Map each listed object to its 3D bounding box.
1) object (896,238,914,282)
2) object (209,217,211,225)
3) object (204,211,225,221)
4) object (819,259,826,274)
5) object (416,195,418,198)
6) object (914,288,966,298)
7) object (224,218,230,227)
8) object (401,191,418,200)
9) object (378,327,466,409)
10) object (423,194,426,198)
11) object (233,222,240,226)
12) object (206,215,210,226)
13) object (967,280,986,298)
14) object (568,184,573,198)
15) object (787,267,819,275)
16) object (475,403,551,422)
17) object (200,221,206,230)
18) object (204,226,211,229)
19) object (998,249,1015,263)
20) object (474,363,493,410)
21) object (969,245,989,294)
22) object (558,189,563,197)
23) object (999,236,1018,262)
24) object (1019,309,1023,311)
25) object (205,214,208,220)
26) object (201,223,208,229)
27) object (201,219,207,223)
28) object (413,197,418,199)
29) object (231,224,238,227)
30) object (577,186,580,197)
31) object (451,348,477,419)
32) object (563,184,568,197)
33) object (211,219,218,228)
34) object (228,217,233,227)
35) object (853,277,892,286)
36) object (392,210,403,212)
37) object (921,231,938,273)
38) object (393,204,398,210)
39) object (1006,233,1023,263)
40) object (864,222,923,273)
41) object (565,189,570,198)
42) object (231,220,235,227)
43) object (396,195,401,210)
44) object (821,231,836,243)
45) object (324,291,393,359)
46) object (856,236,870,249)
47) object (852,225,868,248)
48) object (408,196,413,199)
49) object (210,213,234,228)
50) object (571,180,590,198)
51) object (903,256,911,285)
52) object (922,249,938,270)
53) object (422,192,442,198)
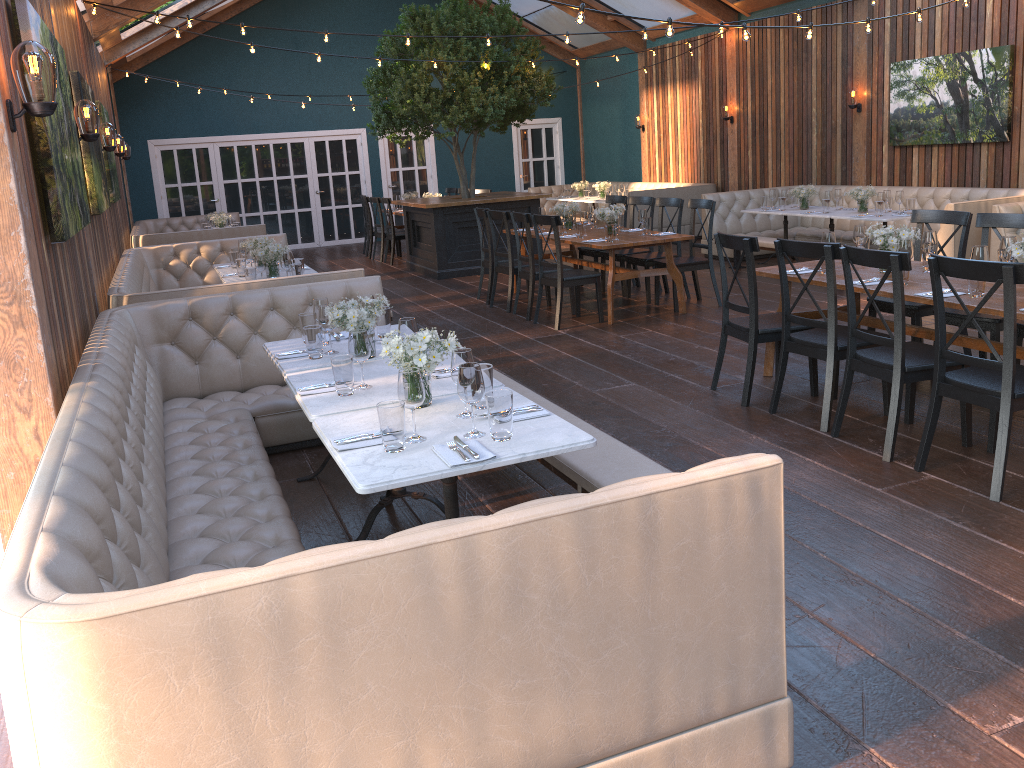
[{"bbox_3d":[2.225,-0.701,5.012,0.092,0.241,0.093,1,13,21],"label":"object"},{"bbox_3d":[-4.528,-2.403,13.376,0.092,0.241,0.093,2,13,26],"label":"object"},{"bbox_3d":[-4.658,-2.579,13.950,0.330,0.305,0.340,5,16,33],"label":"object"},{"bbox_3d":[1.941,-0.760,5.463,0.092,0.156,0.093,2,13,25],"label":"object"},{"bbox_3d":[-1.685,-3.223,15.534,0.092,0.241,0.093,1,13,21],"label":"object"},{"bbox_3d":[2.229,-0.474,4.577,0.256,0.018,0.159,-9,16,-20],"label":"object"},{"bbox_3d":[-4.073,-2.245,12.663,0.092,0.241,0.093,2,13,26],"label":"object"},{"bbox_3d":[-1.724,-3.147,15.131,0.330,0.305,0.339,-9,14,-22],"label":"object"},{"bbox_3d":[-0.365,-0.073,3.380,0.337,0.305,0.332,8,18,42],"label":"object"},{"bbox_3d":[-1.459,-3.093,14.984,0.092,0.241,0.093,1,13,21],"label":"object"},{"bbox_3d":[-4.039,-2.294,13.004,0.092,0.156,0.092,-12,15,-34],"label":"object"},{"bbox_3d":[-4.829,-2.577,14.111,0.092,0.241,0.093,1,13,21],"label":"object"},{"bbox_3d":[2.329,-0.514,4.435,0.092,0.156,0.093,-3,12,5],"label":"object"},{"bbox_3d":[1.081,-3.565,16.346,0.092,0.241,0.093,1,13,21],"label":"object"},{"bbox_3d":[1.838,-0.722,5.614,0.256,0.018,0.159,-9,16,-20],"label":"object"},{"bbox_3d":[-0.003,0.105,3.178,0.256,0.018,0.159,-9,16,-20],"label":"object"},{"bbox_3d":[-4.887,-2.501,14.004,0.092,0.156,0.092,-12,15,-34],"label":"object"},{"bbox_3d":[-4.313,-2.159,12.562,0.092,0.156,0.092,-12,15,-34],"label":"object"},{"bbox_3d":[2.743,-0.667,4.909,0.092,0.156,0.093,-3,12,5],"label":"object"},{"bbox_3d":[-0.112,0.010,3.293,0.092,0.156,0.092,-12,15,-34],"label":"object"},{"bbox_3d":[2.383,-0.583,4.518,0.092,0.241,0.093,1,13,21],"label":"object"},{"bbox_3d":[0.913,-3.587,16.638,0.092,0.156,0.092,-12,15,-34],"label":"object"},{"bbox_3d":[2.689,-0.677,4.797,0.092,0.241,0.093,1,13,21],"label":"object"},{"bbox_3d":[2.475,-0.350,4.049,0.256,0.018,0.159,-9,16,-20],"label":"object"},{"bbox_3d":[-4.909,-2.628,14.322,0.092,0.241,0.093,1,13,21],"label":"object"},{"bbox_3d":[-4.608,-2.331,13.290,0.092,0.156,0.092,-12,15,-34],"label":"object"},{"bbox_3d":[-4.999,-2.595,14.388,0.092,0.156,0.092,-12,15,-34],"label":"object"},{"bbox_3d":[-1.546,-2.884,14.216,0.092,0.241,0.093,2,13,26],"label":"object"},{"bbox_3d":[-3.943,-2.195,12.607,0.092,0.156,0.092,-12,15,-34],"label":"object"},{"bbox_3d":[1.244,-3.633,16.564,0.092,0.241,0.093,1,13,21],"label":"object"},{"bbox_3d":[-0.172,-0.003,3.195,0.092,0.241,0.093,1,13,21],"label":"object"},{"bbox_3d":[1.003,-3.619,16.572,0.092,0.241,0.093,1,13,21],"label":"object"},{"bbox_3d":[-4.252,-2.235,12.670,0.092,0.241,0.093,2,13,26],"label":"object"},{"bbox_3d":[-4.107,-2.306,12.902,0.092,0.241,0.093,2,13,26],"label":"object"},{"bbox_3d":[2.070,-0.592,5.071,0.256,0.018,0.159,-9,16,-20],"label":"object"},{"bbox_3d":[-1.885,-2.903,14.807,0.256,0.018,0.159,-9,16,-20],"label":"object"},{"bbox_3d":[2.482,-0.786,5.261,0.092,0.241,0.093,1,13,21],"label":"object"},{"bbox_3d":[-2.004,-3.067,15.190,0.092,0.156,0.093,-3,12,5],"label":"object"},{"bbox_3d":[2.636,-0.596,4.377,0.337,0.305,0.333,6,16,35],"label":"object"},{"bbox_3d":[2.293,-0.833,5.358,0.329,0.305,0.341,-1,14,13],"label":"object"},{"bbox_3d":[1.026,-3.495,16.264,0.092,0.156,0.092,-12,15,-34],"label":"object"},{"bbox_3d":[-4.320,-2.458,13.696,0.092,0.156,0.092,-12,15,-34],"label":"object"},{"bbox_3d":[-1.950,-3.136,15.272,0.092,0.241,0.093,1,13,21],"label":"object"},{"bbox_3d":[1.989,-0.833,5.561,0.092,0.241,0.093,2,13,26],"label":"object"},{"bbox_3d":[-0.737,-0.276,4.246,0.329,0.305,0.341,-4,13,1],"label":"object"},{"bbox_3d":[2.350,-0.910,5.929,0.092,0.156,0.093,-1,13,15],"label":"object"},{"bbox_3d":[2.284,-0.918,5.809,0.092,0.241,0.093,2,13,26],"label":"object"},{"bbox_3d":[-1.691,-3.019,14.764,0.092,0.241,0.093,1,13,21],"label":"object"},{"bbox_3d":[-4.337,-2.401,13.193,0.336,0.305,0.333,1,14,21],"label":"object"},{"bbox_3d":[1.249,-3.569,16.196,0.330,0.305,0.340,5,16,33],"label":"object"},{"bbox_3d":[2.170,-0.632,4.929,0.092,0.156,0.093,-3,12,5],"label":"object"},{"bbox_3d":[2.537,-0.777,5.377,0.092,0.156,0.093,-3,12,5],"label":"object"},{"bbox_3d":[-1.279,-2.933,14.209,0.329,0.305,0.341,-5,13,-6],"label":"object"}]
